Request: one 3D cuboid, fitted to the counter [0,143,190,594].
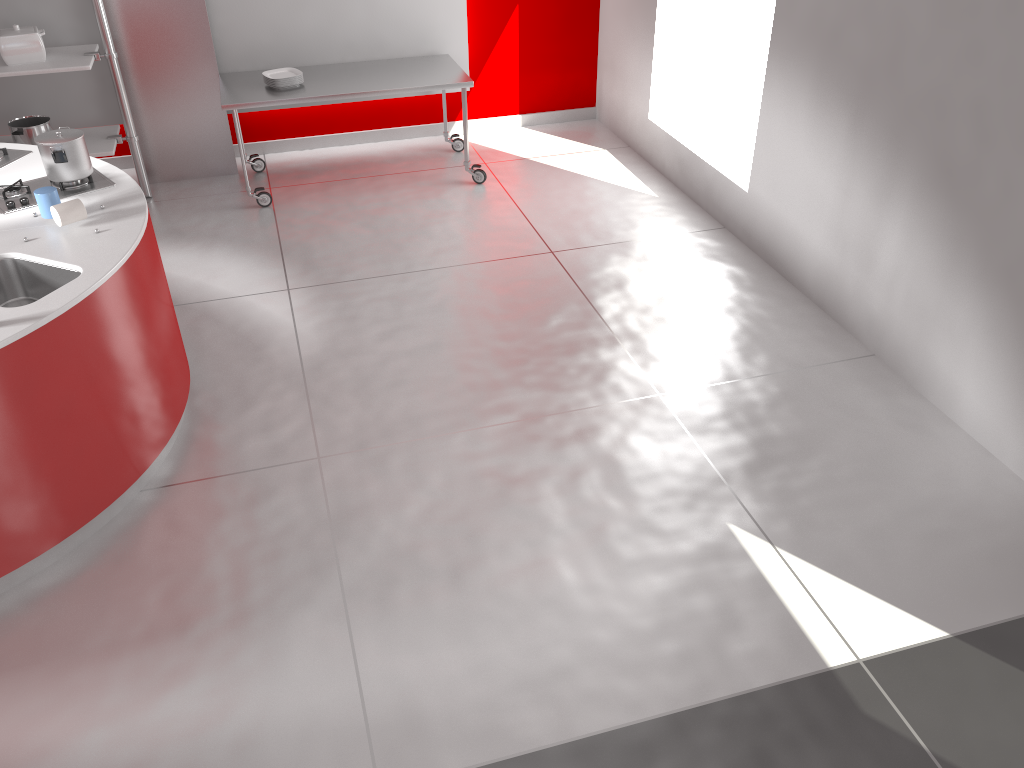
[{"bbox_3d":[-2.389,0.068,3.190,1.868,0.880,2.865,10,36,15],"label":"counter"}]

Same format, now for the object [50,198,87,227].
[{"bbox_3d":[-1.674,-0.649,3.337,0.109,0.080,0.100,28,44,35],"label":"object"}]

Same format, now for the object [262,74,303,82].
[{"bbox_3d":[-1.440,-1.933,5.573,0.228,0.020,0.228,-22,40,-28],"label":"object"}]

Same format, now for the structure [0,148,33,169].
[{"bbox_3d":[-2.384,-0.970,3.894,0.303,0.037,0.457,7,35,12],"label":"structure"}]

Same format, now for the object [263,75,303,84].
[{"bbox_3d":[-1.440,-1.925,5.579,0.228,0.020,0.228,-22,40,-28],"label":"object"}]

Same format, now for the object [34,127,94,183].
[{"bbox_3d":[-1.846,-0.950,3.659,0.218,0.185,0.189,22,40,29],"label":"object"}]

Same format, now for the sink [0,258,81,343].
[{"bbox_3d":[-1.707,-0.272,3.083,0.428,0.172,0.326,13,37,19],"label":"sink"}]

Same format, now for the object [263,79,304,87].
[{"bbox_3d":[-1.440,-1.908,5.590,0.228,0.020,0.228,-22,40,-28],"label":"object"}]

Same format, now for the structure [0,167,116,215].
[{"bbox_3d":[-1.921,-0.823,3.670,0.457,0.037,0.303,-27,42,-33],"label":"structure"}]

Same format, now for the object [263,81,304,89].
[{"bbox_3d":[-1.439,-1.899,5.596,0.228,0.020,0.228,-22,40,-28],"label":"object"}]

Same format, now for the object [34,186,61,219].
[{"bbox_3d":[-1.778,-0.699,3.396,0.080,0.100,0.109,-28,43,-34],"label":"object"}]

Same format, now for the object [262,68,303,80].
[{"bbox_3d":[-1.440,-1.941,5.567,0.228,0.020,0.228,-22,40,-28],"label":"object"}]

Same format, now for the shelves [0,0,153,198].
[{"bbox_3d":[-3.224,-2.169,4.950,1.735,2.599,0.535,-10,35,-13],"label":"shelves"}]

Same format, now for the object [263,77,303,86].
[{"bbox_3d":[-1.440,-1.916,5.584,0.228,0.020,0.228,-22,40,-28],"label":"object"}]

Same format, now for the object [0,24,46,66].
[{"bbox_3d":[-2.871,-1.995,5.184,0.282,0.197,0.235,-16,37,-21],"label":"object"}]

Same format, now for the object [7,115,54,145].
[{"bbox_3d":[-2.937,-1.532,5.440,0.240,0.161,0.259,-21,39,-27],"label":"object"}]

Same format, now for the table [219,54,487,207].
[{"bbox_3d":[-1.051,-1.702,5.921,1.627,0.682,0.749,-9,35,-12],"label":"table"}]
